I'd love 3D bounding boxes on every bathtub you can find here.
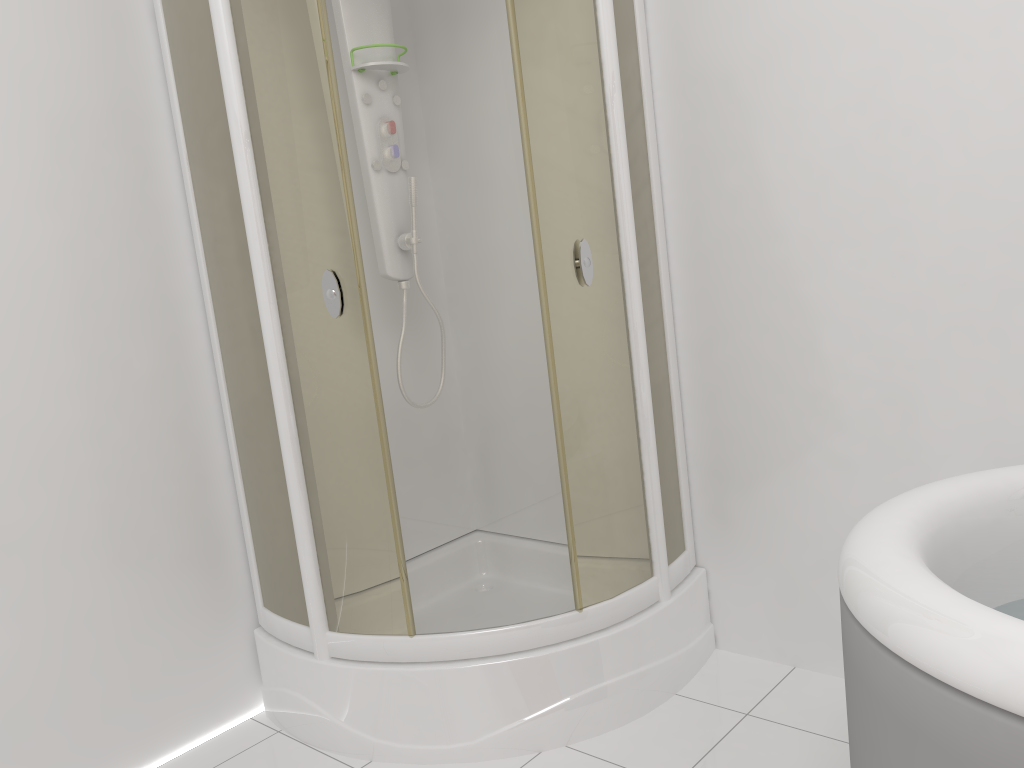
[{"bbox_3d":[1.360,0.545,1.023,1.863,0.674,1.055,1,11,42],"label":"bathtub"}]

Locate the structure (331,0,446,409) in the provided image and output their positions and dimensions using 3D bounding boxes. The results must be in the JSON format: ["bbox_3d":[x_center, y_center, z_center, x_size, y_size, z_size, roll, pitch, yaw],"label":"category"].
[{"bbox_3d":[-0.238,-0.588,2.418,0.358,1.343,0.201,1,11,42],"label":"structure"}]

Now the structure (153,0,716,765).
[{"bbox_3d":[-0.187,-0.264,2.283,0.933,2.234,0.932,1,11,42],"label":"structure"}]
